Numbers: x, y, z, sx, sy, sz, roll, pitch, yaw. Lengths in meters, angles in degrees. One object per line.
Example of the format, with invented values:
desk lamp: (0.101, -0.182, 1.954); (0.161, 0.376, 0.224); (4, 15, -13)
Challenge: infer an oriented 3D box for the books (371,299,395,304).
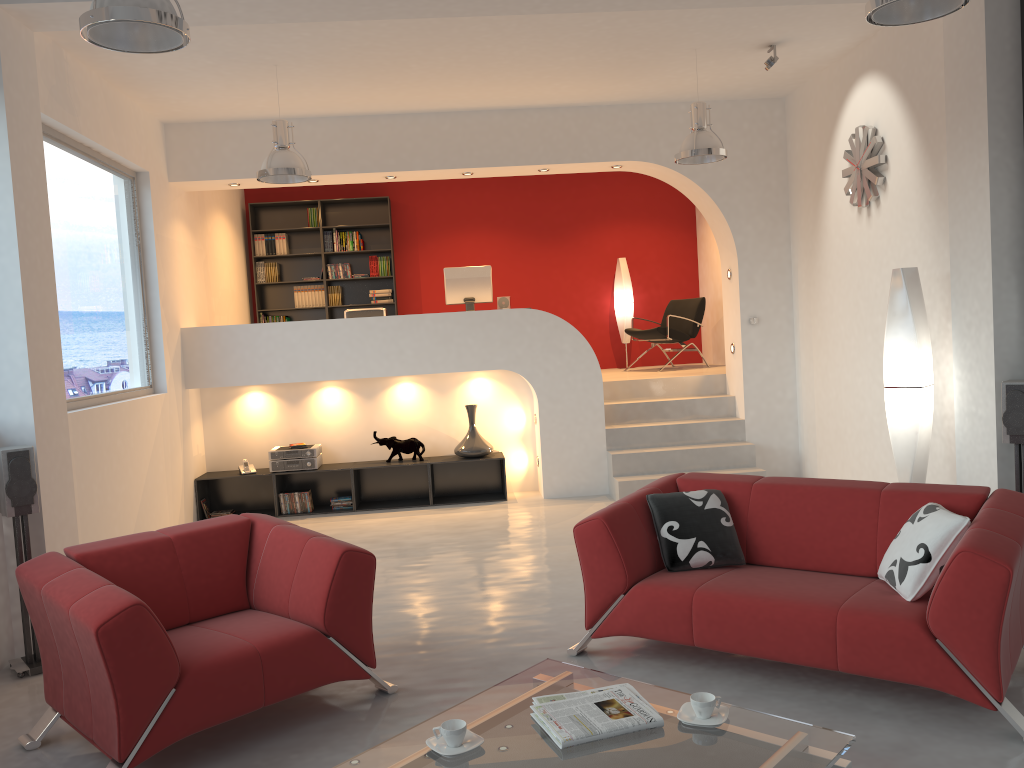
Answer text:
books: (-1.555, -0.990, 10.700); (0.260, 0.040, 0.200); (-4, 3, -2)

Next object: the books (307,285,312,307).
books: (-2.413, -1.046, 10.647); (0.040, 0.260, 0.200); (-4, 3, -4)

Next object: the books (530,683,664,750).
books: (0.259, 1.046, 2.814); (0.367, 0.035, 0.345); (-4, 3, -14)

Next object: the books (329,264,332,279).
books: (-2.173, -1.344, 10.668); (0.031, 0.190, 0.135); (-4, 3, -4)

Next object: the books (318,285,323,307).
books: (-2.292, -1.054, 10.655); (0.040, 0.260, 0.200); (-4, 3, -4)

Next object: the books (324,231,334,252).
books: (-2.192, -1.691, 10.640); (0.090, 0.256, 0.181); (-4, 3, -4)

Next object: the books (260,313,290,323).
books: (-2.824, -0.716, 10.624); (0.341, 0.286, 0.231); (-4, 3, -4)

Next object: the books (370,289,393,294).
books: (-1.574, -1.108, 10.679); (0.260, 0.040, 0.200); (-4, 3, -4)

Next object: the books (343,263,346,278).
books: (-2.008, -1.354, 10.679); (0.031, 0.190, 0.135); (-4, 3, -4)

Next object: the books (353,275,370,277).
books: (-1.811, -1.294, 10.697); (0.190, 0.015, 0.135); (-4, 3, -4)

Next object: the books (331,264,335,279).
books: (-2.143, -1.345, 10.670); (0.031, 0.190, 0.135); (-4, 3, -4)

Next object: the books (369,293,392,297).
books: (-1.582, -1.068, 10.689); (0.260, 0.040, 0.200); (-4, 3, -4)

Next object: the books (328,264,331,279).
books: (-2.187, -1.343, 10.667); (0.031, 0.190, 0.135); (-4, 3, -4)

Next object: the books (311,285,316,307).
books: (-2.373, -1.048, 10.650); (0.040, 0.260, 0.200); (-4, 3, -4)

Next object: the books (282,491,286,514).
books: (-2.062, 1.077, 8.068); (0.031, 0.190, 0.135); (-4, 3, -4)

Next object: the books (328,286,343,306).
books: (-2.127, -1.055, 10.679); (0.146, 0.240, 0.170); (-4, 3, -4)

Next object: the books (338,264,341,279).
books: (-2.068, -1.350, 10.675); (0.031, 0.190, 0.135); (-4, 3, -4)

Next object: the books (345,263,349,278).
books: (-1.978, -1.356, 10.681); (0.031, 0.190, 0.135); (-4, 3, -4)

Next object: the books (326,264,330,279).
books: (-2.202, -1.342, 10.666); (0.031, 0.190, 0.135); (-4, 3, -4)

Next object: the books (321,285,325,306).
books: (-2.252, -1.056, 10.658); (0.040, 0.260, 0.200); (-4, 3, -4)

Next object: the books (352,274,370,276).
books: (-1.822, -1.308, 10.695); (0.190, 0.015, 0.135); (-3, 3, 1)

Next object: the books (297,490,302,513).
books: (-1.928, 1.069, 8.077); (0.031, 0.190, 0.135); (-4, 3, -4)

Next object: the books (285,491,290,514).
books: (-2.032, 1.075, 8.070); (0.031, 0.190, 0.135); (-4, 3, -4)

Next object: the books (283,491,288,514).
books: (-2.047, 1.076, 8.069); (0.031, 0.190, 0.135); (-4, 3, -4)

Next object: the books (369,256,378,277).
books: (-1.663, -1.409, 10.694); (0.090, 0.256, 0.181); (-4, 3, -4)

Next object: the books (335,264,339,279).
books: (-2.098, -1.348, 10.673); (0.031, 0.190, 0.135); (-4, 3, -4)

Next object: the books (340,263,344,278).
books: (-2.038, -1.352, 10.677); (0.031, 0.190, 0.135); (-4, 3, -4)

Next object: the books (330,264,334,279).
books: (-2.158, -1.344, 10.669); (0.031, 0.190, 0.135); (-4, 3, -4)

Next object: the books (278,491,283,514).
books: (-2.092, 1.079, 8.066); (0.031, 0.190, 0.135); (-4, 3, -4)

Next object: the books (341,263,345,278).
books: (-2.023, -1.353, 10.678); (0.031, 0.190, 0.135); (-4, 3, -4)

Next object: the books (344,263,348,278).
books: (-1.993, -1.355, 10.680); (0.031, 0.190, 0.135); (-4, 3, -4)

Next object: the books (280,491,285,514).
books: (-2.077, 1.078, 8.067); (0.031, 0.190, 0.135); (-4, 3, -4)

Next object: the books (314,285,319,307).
books: (-2.332, -1.051, 10.652); (0.040, 0.260, 0.200); (-4, 3, -4)

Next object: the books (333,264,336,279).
books: (-2.128, -1.346, 10.671); (0.031, 0.190, 0.135); (-4, 3, -4)

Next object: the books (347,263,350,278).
books: (-1.963, -1.357, 10.683); (0.031, 0.190, 0.135); (-4, 3, -4)

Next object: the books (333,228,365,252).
books: (-1.956, -1.720, 10.632); (0.341, 0.286, 0.231); (-4, 3, -4)

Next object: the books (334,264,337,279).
books: (-2.113, -1.347, 10.672); (0.031, 0.190, 0.135); (-4, 3, -4)

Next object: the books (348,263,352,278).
books: (-1.948, -1.358, 10.684); (0.031, 0.190, 0.135); (-4, 3, -4)

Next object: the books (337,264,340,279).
books: (-2.083, -1.349, 10.674); (0.031, 0.190, 0.135); (-4, 3, -4)

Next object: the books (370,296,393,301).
books: (-1.576, -1.028, 10.693); (0.260, 0.040, 0.200); (-4, 3, -4)

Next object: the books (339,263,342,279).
books: (-2.053, -1.351, 10.676); (0.031, 0.190, 0.135); (-4, 3, -4)

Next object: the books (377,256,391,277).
books: (-1.542, -1.408, 10.702); (0.146, 0.240, 0.170); (-4, 3, -4)
